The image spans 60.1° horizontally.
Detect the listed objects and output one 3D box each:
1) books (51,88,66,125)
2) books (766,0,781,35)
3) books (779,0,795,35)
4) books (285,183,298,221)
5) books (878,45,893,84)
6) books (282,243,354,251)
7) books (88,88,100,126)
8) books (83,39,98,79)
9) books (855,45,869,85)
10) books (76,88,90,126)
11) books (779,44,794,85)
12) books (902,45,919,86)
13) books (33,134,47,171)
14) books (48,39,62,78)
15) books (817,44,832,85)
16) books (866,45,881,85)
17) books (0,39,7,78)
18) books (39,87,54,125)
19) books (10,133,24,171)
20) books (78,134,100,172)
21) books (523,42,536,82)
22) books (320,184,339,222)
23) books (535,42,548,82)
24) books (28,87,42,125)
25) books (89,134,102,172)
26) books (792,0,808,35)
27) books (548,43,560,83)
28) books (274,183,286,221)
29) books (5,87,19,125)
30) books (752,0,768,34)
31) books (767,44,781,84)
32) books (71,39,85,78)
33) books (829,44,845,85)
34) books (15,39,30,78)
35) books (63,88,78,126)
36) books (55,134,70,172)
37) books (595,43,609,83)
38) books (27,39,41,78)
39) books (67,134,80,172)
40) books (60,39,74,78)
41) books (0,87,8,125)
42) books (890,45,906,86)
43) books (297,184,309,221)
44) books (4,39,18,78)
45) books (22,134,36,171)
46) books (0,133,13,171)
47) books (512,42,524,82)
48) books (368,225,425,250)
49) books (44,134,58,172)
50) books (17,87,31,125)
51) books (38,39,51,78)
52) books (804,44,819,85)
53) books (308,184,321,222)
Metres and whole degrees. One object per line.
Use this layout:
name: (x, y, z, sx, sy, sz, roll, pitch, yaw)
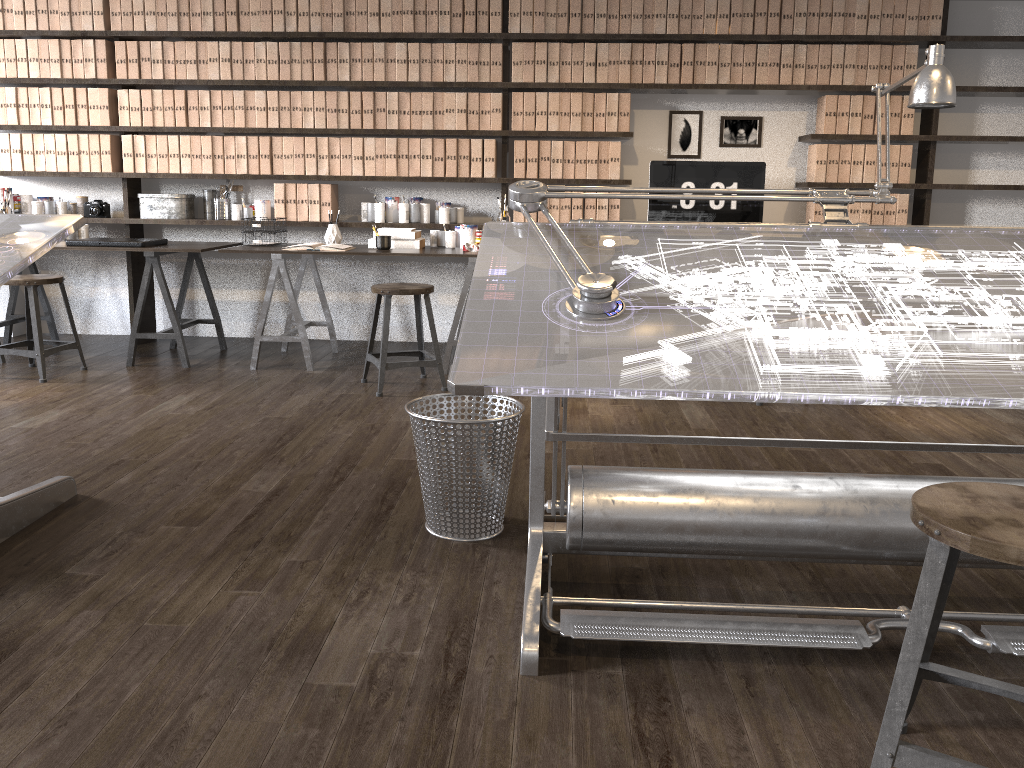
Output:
books: (-2.719, -1.679, 5.395, 0.067, 0.224, 0.176, 1, 11, 3)
books: (1.490, -2.105, 5.094, 0.067, 0.224, 0.176, 1, 11, 3)
books: (1.565, -2.104, 5.096, 0.067, 0.224, 0.176, 1, 11, 3)
books: (-1.325, -1.111, 5.416, 0.067, 0.224, 0.176, 1, 11, 3)
books: (2.124, -1.827, 5.112, 0.067, 0.224, 0.176, 1, 11, 3)
books: (-1.076, -0.768, 4.948, 0.354, 0.029, 0.258, 1, 12, 3)
books: (-2.494, -1.673, 5.381, 0.067, 0.223, 0.176, 1, 11, 3)
books: (-2.501, -1.944, 5.334, 0.067, 0.224, 0.176, 1, 11, 3)
books: (1.990, -1.830, 5.117, 0.067, 0.223, 0.176, 1, 11, 3)
books: (-2.570, -1.676, 5.387, 0.067, 0.223, 0.176, 1, 11, 3)
books: (1.573, -1.839, 5.133, 0.067, 0.224, 0.176, 1, 11, 3)
books: (2.265, -1.822, 5.101, 0.067, 0.224, 0.176, 1, 11, 3)
books: (-2.855, -1.418, 5.446, 0.067, 0.224, 0.176, 1, 11, 3)
books: (-2.710, -1.949, 5.342, 0.067, 0.224, 0.176, 1, 11, 3)
books: (1.785, -1.835, 5.128, 0.067, 0.224, 0.176, 1, 11, 3)
books: (2.056, -1.827, 5.110, 0.067, 0.224, 0.176, 1, 11, 3)
books: (-3.051, -1.959, 5.366, 0.067, 0.224, 0.176, 1, 11, 3)
books: (-2.790, -1.680, 5.394, 0.067, 0.224, 0.176, 1, 11, 3)
books: (-2.996, -1.421, 5.448, 0.067, 0.224, 0.176, 1, 11, 3)
books: (-2.578, -1.411, 5.430, 0.067, 0.223, 0.176, 1, 11, 3)
books: (0.101, -1.877, 5.205, 0.067, 0.224, 0.176, 1, 11, 3)
books: (-1.113, -1.106, 5.406, 0.067, 0.224, 0.176, 1, 11, 3)
books: (0.173, -1.875, 5.201, 0.067, 0.224, 0.176, 1, 11, 3)
books: (-2.860, -1.683, 5.401, 0.067, 0.224, 0.176, 1, 11, 3)
books: (-2.513, -1.409, 5.429, 0.067, 0.223, 0.176, 1, 11, 3)
books: (1.636, -2.101, 5.088, 0.067, 0.224, 0.176, 1, 11, 3)
books: (0.246, -1.874, 5.201, 0.067, 0.224, 0.176, 1, 11, 3)
books: (-1.393, -1.112, 5.413, 0.067, 0.224, 0.176, 1, 11, 3)
books: (-2.999, -1.685, 5.402, 0.067, 0.224, 0.176, 1, 11, 3)
books: (1.416, -2.108, 5.103, 0.067, 0.223, 0.176, 1, 11, 3)
books: (1.501, -1.841, 5.136, 0.067, 0.224, 0.176, 1, 11, 3)
books: (-2.571, -1.947, 5.341, 0.067, 0.224, 0.176, 1, 11, 3)
books: (1.855, -1.833, 5.121, 0.067, 0.224, 0.176, 1, 11, 3)
books: (-2.912, -1.954, 5.353, 0.067, 0.224, 0.176, 1, 11, 3)
books: (-2.644, -1.676, 5.386, 0.067, 0.224, 0.176, 1, 11, 3)
books: (-2.714, -1.413, 5.432, 0.067, 0.224, 0.176, 1, 11, 3)
books: (0.527, -1.867, 5.187, 0.067, 0.223, 0.176, 1, 11, 3)
books: (-2.839, -1.953, 5.352, 0.067, 0.223, 0.176, 1, 11, 3)
books: (-2.642, -1.411, 5.429, 0.067, 0.224, 0.176, 1, 11, 3)
books: (-2.642, -1.948, 5.345, 0.067, 0.224, 0.176, 1, 11, 3)
books: (-3.065, -1.688, 5.410, 0.067, 0.223, 0.176, 1, 11, 3)
books: (2.195, -1.825, 5.109, 0.067, 0.224, 0.176, 1, 11, 3)
books: (-1.255, -1.110, 5.412, 0.067, 0.224, 0.176, 1, 11, 3)
books: (-2.982, -1.957, 5.360, 0.067, 0.224, 0.176, 1, 11, 3)
books: (-2.925, -1.420, 5.448, 0.067, 0.224, 0.176, 1, 11, 3)
books: (-3.068, -1.423, 5.453, 0.067, 0.223, 0.176, 1, 11, 3)
books: (0.038, -1.879, 5.212, 0.067, 0.223, 0.176, 1, 11, 3)
books: (-0.670, -0.850, 5.094, 0.294, 0.146, 0.389, 1, 12, 3)
books: (-2.786, -1.416, 5.439, 0.067, 0.224, 0.176, 1, 11, 3)
books: (-2.931, -1.685, 5.404, 0.067, 0.224, 0.176, 1, 11, 3)
books: (-2.776, -1.952, 5.350, 0.067, 0.223, 0.176, 1, 11, 3)
books: (1.715, -1.837, 5.133, 0.067, 0.224, 0.176, 1, 11, 3)
books: (-1.184, -1.107, 5.405, 0.067, 0.224, 0.176, 1, 11, 3)
